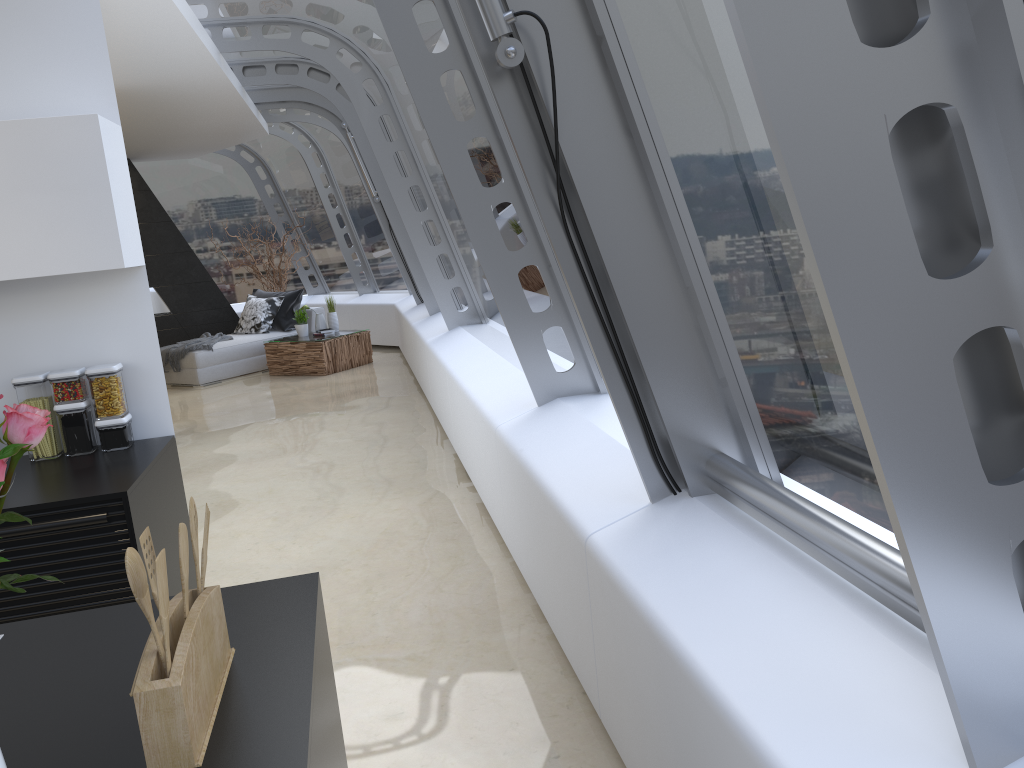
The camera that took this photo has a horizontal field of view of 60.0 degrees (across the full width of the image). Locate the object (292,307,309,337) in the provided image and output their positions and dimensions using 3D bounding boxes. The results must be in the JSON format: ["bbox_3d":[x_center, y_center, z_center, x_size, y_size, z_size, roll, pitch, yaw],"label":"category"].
[{"bbox_3d":[-2.599,-0.772,10.953,0.215,0.369,0.284,-4,10,10],"label":"object"}]

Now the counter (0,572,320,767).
[{"bbox_3d":[-2.169,0.735,1.071,3.800,0.018,1.006,-8,10,-10],"label":"counter"}]

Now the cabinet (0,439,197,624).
[{"bbox_3d":[-3.828,0.019,2.549,5.157,2.901,0.831,-8,10,-10],"label":"cabinet"}]

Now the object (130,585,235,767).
[{"bbox_3d":[-0.499,0.429,1.363,0.084,0.157,0.353,-7,10,-9],"label":"object"}]

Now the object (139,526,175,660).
[{"bbox_3d":[-0.510,0.359,1.313,0.019,0.299,0.057,-7,10,-9],"label":"object"}]

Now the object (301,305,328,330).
[{"bbox_3d":[-2.469,-0.818,11.121,0.297,0.370,0.152,-2,11,22],"label":"object"}]

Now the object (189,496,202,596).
[{"bbox_3d":[-0.517,0.331,1.465,0.027,0.299,0.055,-7,10,-9],"label":"object"}]

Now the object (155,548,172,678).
[{"bbox_3d":[-0.473,0.373,1.219,0.030,0.294,0.057,-7,10,-9],"label":"object"}]

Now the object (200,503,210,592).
[{"bbox_3d":[-0.524,0.343,1.504,0.016,0.259,0.199,-6,10,2],"label":"object"}]

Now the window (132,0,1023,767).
[{"bbox_3d":[-7.356,0.008,4.680,16.693,3.674,16.171,-9,11,-17],"label":"window"}]

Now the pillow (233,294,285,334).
[{"bbox_3d":[-3.369,-0.915,11.712,0.683,0.528,0.431,0,12,31],"label":"pillow"}]

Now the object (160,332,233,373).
[{"bbox_3d":[-3.821,-0.407,10.944,0.825,0.359,1.024,2,13,35],"label":"object"}]

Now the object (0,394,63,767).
[{"bbox_3d":[-0.674,0.286,0.977,0.327,0.596,0.350,-6,10,-3],"label":"object"}]

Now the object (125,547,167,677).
[{"bbox_3d":[-0.497,0.369,1.252,0.039,0.298,0.068,-7,10,-9],"label":"object"}]

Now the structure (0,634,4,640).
[{"bbox_3d":[-1.241,0.591,1.394,0.640,0.041,0.562,-8,10,-10],"label":"structure"}]

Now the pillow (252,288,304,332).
[{"bbox_3d":[-3.216,-0.994,11.962,1.070,0.597,0.510,2,13,37],"label":"pillow"}]

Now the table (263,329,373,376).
[{"bbox_3d":[-2.382,-0.386,10.948,1.007,0.436,0.923,1,12,32],"label":"table"}]

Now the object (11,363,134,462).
[{"bbox_3d":[-1.626,0.103,3.303,0.365,0.315,0.113,-8,10,-10],"label":"object"}]

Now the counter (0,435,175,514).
[{"bbox_3d":[-3.073,0.521,2.777,3.738,0.025,0.804,-8,10,-10],"label":"counter"}]

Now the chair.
[{"bbox_3d":[-3.570,-0.512,11.545,1.176,0.690,2.068,2,13,37],"label":"chair"}]

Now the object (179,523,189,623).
[{"bbox_3d":[-0.497,0.351,1.350,0.040,0.299,0.061,-8,10,-11],"label":"object"}]

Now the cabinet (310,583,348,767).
[{"bbox_3d":[-2.126,1.154,1.148,3.800,0.838,1.007,-8,10,-10],"label":"cabinet"}]

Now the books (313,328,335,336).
[{"bbox_3d":[-2.300,-0.631,10.855,0.246,0.063,0.265,-13,13,-35],"label":"books"}]

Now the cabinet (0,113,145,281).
[{"bbox_3d":[-3.212,-0.431,2.847,3.741,0.515,0.343,-8,10,-10],"label":"cabinet"}]

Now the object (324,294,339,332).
[{"bbox_3d":[-2.244,-0.902,11.056,0.153,0.511,0.150,1,13,35],"label":"object"}]

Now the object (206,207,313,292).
[{"bbox_3d":[-3.604,-1.489,13.072,1.508,2.059,1.370,-10,11,-21],"label":"object"}]
